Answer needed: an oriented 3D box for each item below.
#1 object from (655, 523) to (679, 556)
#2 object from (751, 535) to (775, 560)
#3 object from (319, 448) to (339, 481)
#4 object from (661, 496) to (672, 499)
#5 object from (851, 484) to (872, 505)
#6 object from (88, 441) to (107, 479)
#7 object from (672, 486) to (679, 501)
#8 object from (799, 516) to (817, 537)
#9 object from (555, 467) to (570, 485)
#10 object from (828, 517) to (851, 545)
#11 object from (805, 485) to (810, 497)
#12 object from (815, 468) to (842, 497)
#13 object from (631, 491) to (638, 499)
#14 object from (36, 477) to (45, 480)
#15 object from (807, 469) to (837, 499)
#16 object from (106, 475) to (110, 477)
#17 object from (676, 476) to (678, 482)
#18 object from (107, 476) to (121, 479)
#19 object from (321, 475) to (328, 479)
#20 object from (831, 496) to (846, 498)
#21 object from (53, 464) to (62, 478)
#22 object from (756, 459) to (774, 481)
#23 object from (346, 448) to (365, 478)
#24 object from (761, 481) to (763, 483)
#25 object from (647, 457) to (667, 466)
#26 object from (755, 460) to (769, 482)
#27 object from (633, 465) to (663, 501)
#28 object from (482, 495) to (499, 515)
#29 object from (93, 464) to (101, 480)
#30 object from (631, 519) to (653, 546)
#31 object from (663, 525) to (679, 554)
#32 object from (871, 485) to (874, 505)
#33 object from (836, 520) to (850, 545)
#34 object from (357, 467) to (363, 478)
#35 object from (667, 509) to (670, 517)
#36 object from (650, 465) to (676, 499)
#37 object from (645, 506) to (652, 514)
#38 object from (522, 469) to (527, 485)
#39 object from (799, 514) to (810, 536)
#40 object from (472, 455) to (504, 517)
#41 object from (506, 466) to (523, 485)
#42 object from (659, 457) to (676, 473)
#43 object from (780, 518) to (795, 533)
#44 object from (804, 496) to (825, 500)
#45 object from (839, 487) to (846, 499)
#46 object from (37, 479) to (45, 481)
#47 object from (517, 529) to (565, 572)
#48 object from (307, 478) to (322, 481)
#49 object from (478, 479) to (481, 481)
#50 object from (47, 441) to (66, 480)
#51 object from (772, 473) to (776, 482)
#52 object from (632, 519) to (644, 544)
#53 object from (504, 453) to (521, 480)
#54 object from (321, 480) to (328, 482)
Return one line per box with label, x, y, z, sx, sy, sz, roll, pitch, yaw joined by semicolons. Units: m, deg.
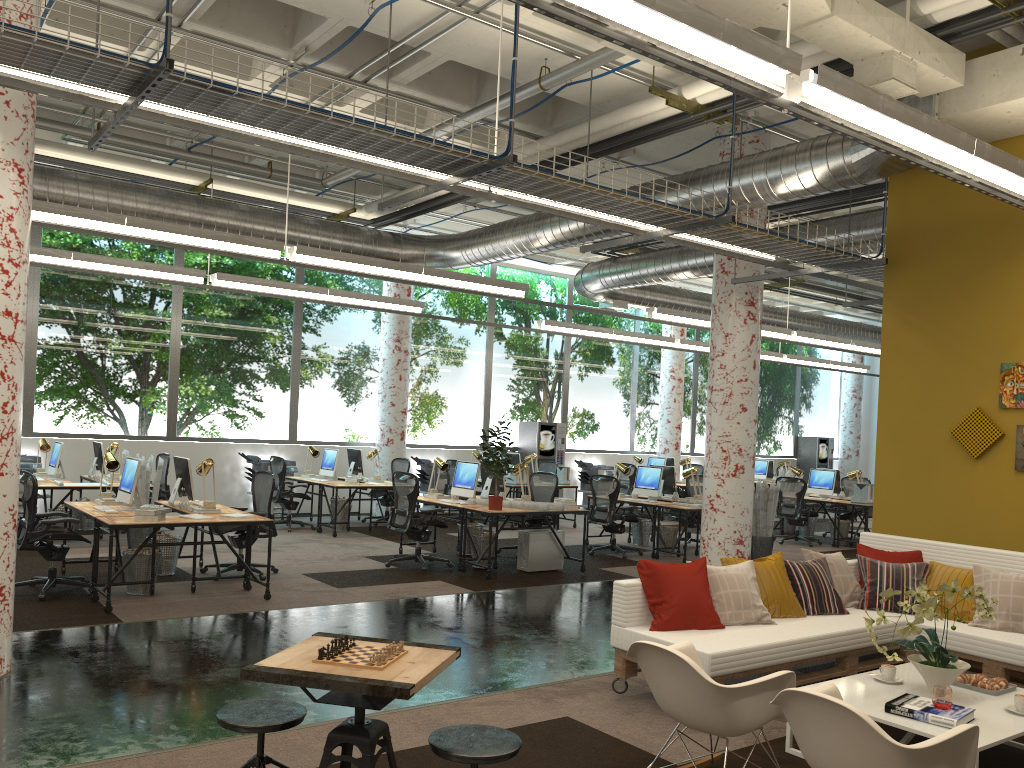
object;2.129;2.150;12.253;0.354;0.435;0.358;4;-1;-40
object;3.302;2.211;11.781;0.353;0.398;0.353;3;-1;8
object;-2.784;1.237;13.591;0.190;0.485;0.483;3;-1;-37
object;2.386;1.689;13.128;0.119;0.017;0.438;5;-4;-37
object;5.512;1.736;13.950;0.150;0.302;0.280;3;-1;-37
object;-5.549;1.019;11.856;0.190;0.485;0.483;3;-1;-37
object;2.350;1.571;12.709;0.101;0.209;0.101;3;0;8
object;5.188;2.461;15.554;0.354;0.435;0.358;4;-1;-40
object;0.858;1.583;15.223;0.150;0.302;0.280;3;-1;-37
object;5.377;2.419;14.551;0.354;0.435;0.358;4;-1;-40
object;5.024;1.818;15.095;0.101;0.209;0.101;3;0;8
object;5.451;1.711;15.314;0.190;0.485;0.483;3;-1;-37
object;1.776;1.549;12.797;0.101;0.209;0.101;3;0;8
object;-6.020;1.198;11.219;0.119;0.017;0.438;5;-4;-37
object;5.184;1.672;14.788;0.190;0.485;0.483;3;-1;-37
object;-5.556;1.265;12.236;0.106;0.029;0.059;5;-3;-36
object;3.328;1.889;18.057;0.101;0.209;0.101;3;0;8
object;-5.366;1.267;11.969;0.119;0.017;0.438;5;-4;-37
object;-2.943;1.384;13.898;0.101;0.209;0.101;3;0;8
object;5.634;1.958;15.426;0.119;0.017;0.438;5;-4;-37
object;-5.976;1.127;11.638;0.101;0.209;0.101;3;0;8
object;5.783;1.980;20.304;0.190;0.485;0.483;3;-1;-37
object;-2.516;1.276;14.116;0.190;0.485;0.483;3;-1;-37
object;5.502;2.148;19.399;0.106;0.029;0.059;5;-3;-36
object;2.913;1.720;17.838;0.190;0.485;0.483;3;-1;-37
object;5.516;1.941;19.778;0.190;0.485;0.483;3;-1;-37
object;1.936;1.403;12.490;0.190;0.485;0.483;3;-1;-37
object;-0.432;2.290;16.774;0.353;0.398;0.353;3;-1;-17
object;-5.402;1.149;11.549;0.101;0.209;0.101;3;0;8
object;1.940;2.192;13.256;0.354;0.435;0.358;4;-1;-40
object;2.195;2.169;12.296;0.120;0.403;0.235;3;-1;-36
object;5.630;1.746;14.039;0.150;0.302;0.280;3;-1;-37
object;5.442;2.438;14.594;0.120;0.403;0.235;3;-1;-36
object;-2.369;1.406;13.810;0.101;0.209;0.101;3;0;8
object;3.172;2.487;17.644;0.120;0.403;0.235;3;-1;-36
object;2.203;1.442;13.016;0.190;0.485;0.483;3;-1;-37
object;2.851;2.518;18.561;0.120;0.403;0.235;3;-1;-36
object;0.166;1.524;14.708;0.150;0.302;0.280;3;-1;-37
object;5.121;2.470;15.511;0.120;0.403;0.235;3;-1;-36
object;-0.473;1.815;15.697;0.191;1.209;1.077;3;-1;-36
object;0.048;1.514;14.619;0.150;0.302;0.280;3;-1;-37
object;3.181;1.759;18.363;0.190;0.485;0.483;3;-1;-37
object;5.032;2.512;16.105;0.353;0.398;0.353;3;-1;8
object;4.979;1.890;14.676;0.119;0.017;0.438;5;-4;-37
object;5.598;1.840;15.007;0.101;0.209;0.101;3;0;8
object;-5.830;1.187;10.951;0.106;0.029;0.059;5;-3;-36
object;0.346;1.943;10.382;0.542;0.455;0.221;4;-1;-37
object;-2.988;1.455;13.479;0.119;0.017;0.438;5;-4;-37
object;-0.485;1.667;15.345;0.119;0.017;0.438;5;-4;-37
object;-5.816;0.980;11.330;0.190;0.485;0.483;3;-1;-37
object;5.930;2.110;19.997;0.101;0.209;0.101;3;0;8
object;1.873;2.201;13.213;0.120;0.403;0.235;3;-1;-36
object;-0.013;1.489;15.983;0.190;0.485;0.483;3;-1;-37
object;-2.798;1.444;13.212;0.106;0.029;0.059;5;-3;-36
